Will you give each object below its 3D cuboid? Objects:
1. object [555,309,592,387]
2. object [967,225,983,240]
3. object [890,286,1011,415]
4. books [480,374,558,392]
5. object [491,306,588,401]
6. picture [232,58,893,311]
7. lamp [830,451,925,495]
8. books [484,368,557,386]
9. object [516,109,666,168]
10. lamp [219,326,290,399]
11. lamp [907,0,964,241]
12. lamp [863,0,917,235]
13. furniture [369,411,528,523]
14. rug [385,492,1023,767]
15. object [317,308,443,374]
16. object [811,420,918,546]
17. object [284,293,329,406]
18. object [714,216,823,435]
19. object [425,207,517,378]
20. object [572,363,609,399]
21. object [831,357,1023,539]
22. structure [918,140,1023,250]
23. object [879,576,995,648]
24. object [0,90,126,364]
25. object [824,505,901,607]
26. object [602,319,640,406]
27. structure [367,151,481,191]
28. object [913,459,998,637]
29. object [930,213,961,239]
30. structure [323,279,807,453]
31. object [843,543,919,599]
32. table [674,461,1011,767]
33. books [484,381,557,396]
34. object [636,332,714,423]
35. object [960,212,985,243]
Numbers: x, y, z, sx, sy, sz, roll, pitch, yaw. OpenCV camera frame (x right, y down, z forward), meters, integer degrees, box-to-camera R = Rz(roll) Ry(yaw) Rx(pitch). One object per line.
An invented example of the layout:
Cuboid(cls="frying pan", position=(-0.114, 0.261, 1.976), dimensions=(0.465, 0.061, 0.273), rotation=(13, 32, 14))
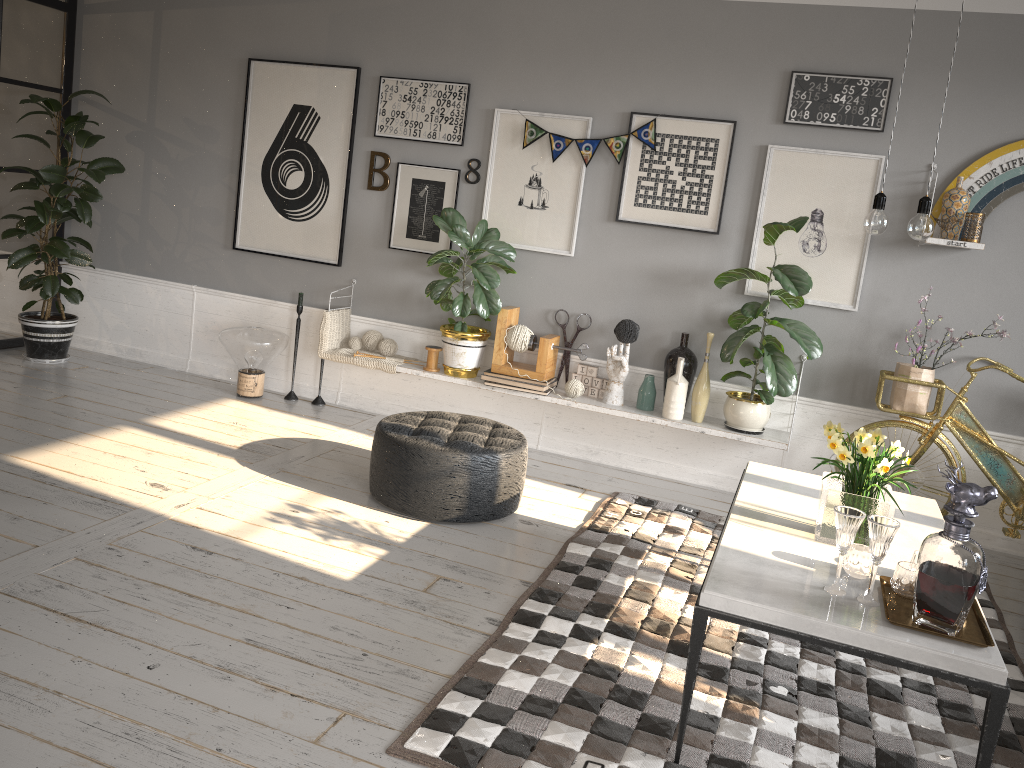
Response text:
Cuboid(cls="object", position=(0.329, -0.193, 5.132), dimensions=(0.222, 0.459, 0.019), rotation=(10, 8, 19))
Cuboid(cls="object", position=(2.248, -0.727, 4.300), dimensions=(0.062, 0.081, 0.063), rotation=(6, 9, -6))
Cuboid(cls="object", position=(2.109, -0.141, 4.293), dimensions=(0.492, 0.635, 0.254), rotation=(14, 11, 36))
Cuboid(cls="books", position=(0.044, -0.023, 5.088), dimensions=(0.385, 0.029, 0.262), rotation=(11, 12, 19))
Cuboid(cls="object", position=(0.179, -0.178, 5.031), dimensions=(0.547, 0.436, 0.240), rotation=(11, 9, 18))
Cuboid(cls="picture", position=(-2.212, -1.268, 3.808), dimensions=(7.319, 1.777, 4.068), rotation=(11, 12, 18))
Cuboid(cls="lamp", position=(1.740, 0.566, 4.295), dimensions=(0.432, 0.433, 0.437), rotation=(-1, 13, -40))
Cuboid(cls="books", position=(0.048, -0.047, 5.096), dimensions=(0.380, 0.017, 0.231), rotation=(11, 12, 15))
Cuboid(cls="object", position=(0.405, -1.393, 4.996), dimensions=(0.917, 0.336, 0.058), rotation=(11, 9, 18))
Cuboid(cls="lamp", position=(-1.644, -0.138, 5.607), dimensions=(0.436, 0.433, 0.433), rotation=(15, 13, 40))
Cuboid(cls="lamp", position=(0.696, -1.240, 2.463), dimensions=(1.393, 1.522, 0.075), rotation=(5, 8, -12))
Cuboid(cls="lamp", position=(0.599, -1.272, 2.560), dimensions=(1.393, 1.522, 0.075), rotation=(5, 8, -12))
Cuboid(cls="furniture", position=(-0.298, 0.372, 4.182), dimensions=(0.736, 0.353, 0.742), rotation=(8, 11, 5))
Cuboid(cls="rug", position=(0.925, 0.906, 3.166), dimensions=(1.776, 0.034, 2.545), rotation=(11, 12, 18))
Cuboid(cls="object", position=(-0.762, -0.244, 5.366), dimensions=(0.788, 0.304, 0.331), rotation=(11, 11, 19))
Cuboid(cls="object", position=(1.103, 0.321, 2.800), dimensions=(0.326, 0.348, 0.354), rotation=(11, 10, 20))
Cuboid(cls="object", position=(-1.284, -0.230, 5.621), dimensions=(0.280, 0.694, 0.092), rotation=(9, 8, 11))
Cuboid(cls="object", position=(1.316, -0.304, 4.577), dimensions=(0.415, 1.139, 0.573), rotation=(2, 10, -32))
Cuboid(cls="object", position=(-0.252, -0.515, 5.088), dimensions=(0.510, 0.954, 0.551), rotation=(8, 9, 4))
Cuboid(cls="object", position=(0.467, -0.016, 5.060), dimensions=(0.266, 0.172, 0.079), rotation=(12, 10, 24))
Cuboid(cls="object", position=(2.432, 0.396, 4.252), dimensions=(1.628, 0.961, 0.430), rotation=(9, 9, 10))
Cuboid(cls="structure", position=(2.970, -0.631, 4.034), dimensions=(2.029, 0.946, 0.268), rotation=(11, 9, 18))
Cuboid(cls="object", position=(1.096, 0.591, 2.307), dimensions=(0.247, 0.015, 0.320), rotation=(11, 12, 18))
Cuboid(cls="object", position=(-3.428, -0.781, 4.289), dimensions=(1.015, 1.776, 3.925), rotation=(10, 11, 17))
Cuboid(cls="object", position=(0.920, 0.456, 2.344), dimensions=(0.169, 0.225, 0.082), rotation=(13, 10, 30))
Cuboid(cls="object", position=(0.602, -0.122, 4.902), dimensions=(0.155, 0.478, 0.137), rotation=(10, 9, 18))
Cuboid(cls="structure", position=(-0.536, -1.270, 5.374), dimensions=(0.742, 0.260, 0.024), rotation=(11, 9, 18))
Cuboid(cls="object", position=(1.110, 0.408, 2.216), dimensions=(0.157, 0.413, 0.148), rotation=(14, 10, 37))
Cuboid(cls="object", position=(2.063, -0.782, 4.262), dimensions=(0.060, 0.164, 0.199), rotation=(1, 12, -37))
Cuboid(cls="structure", position=(0.203, -0.152, 5.056), dimensions=(2.785, 0.482, 0.310), rotation=(11, 10, 18))
Cuboid(cls="object", position=(1.083, 0.532, 2.432), dimensions=(0.279, 0.086, 0.249), rotation=(7, 11, -4))
Cuboid(cls="table", position=(1.027, 0.735, 2.872), dimensions=(0.735, 0.506, 1.466), rotation=(11, 12, 18))
Cuboid(cls="books", position=(0.054, 0.002, 5.092), dimensions=(0.369, 0.021, 0.299), rotation=(10, 12, 13))
Cuboid(cls="object", position=(0.891, -0.065, 4.788), dimensions=(0.285, 0.483, 0.335), rotation=(4, 10, -21))
Cuboid(cls="object", position=(2.203, -0.746, 4.230), dimensions=(0.086, 0.138, 0.086), rotation=(9, 9, 11))
